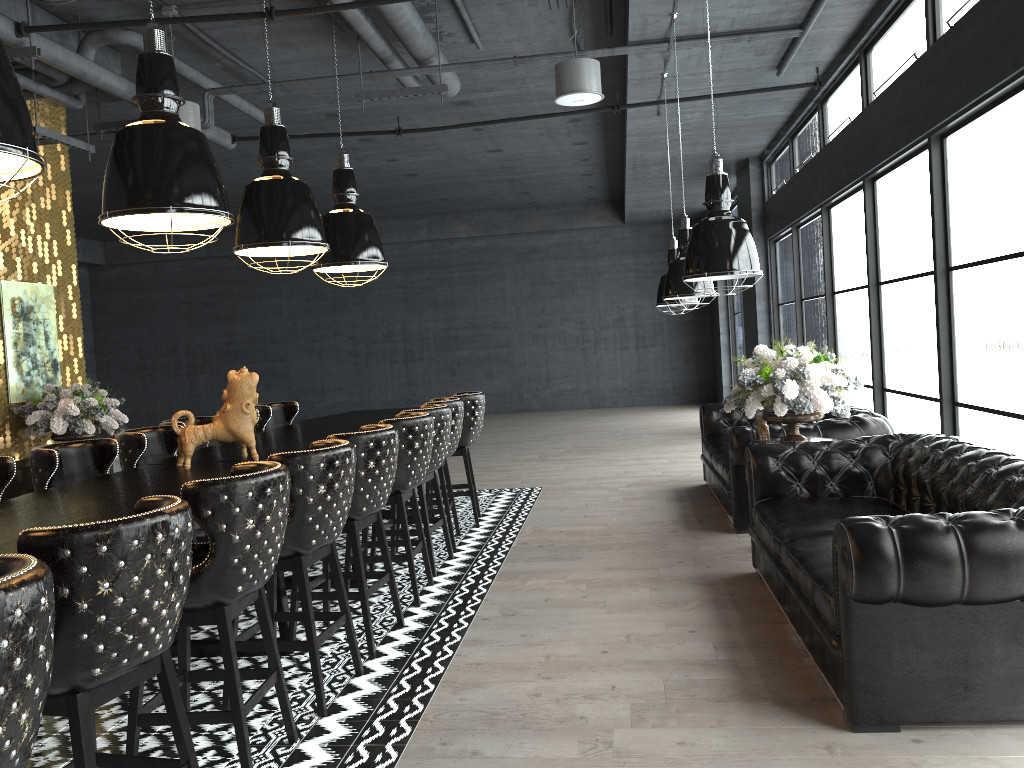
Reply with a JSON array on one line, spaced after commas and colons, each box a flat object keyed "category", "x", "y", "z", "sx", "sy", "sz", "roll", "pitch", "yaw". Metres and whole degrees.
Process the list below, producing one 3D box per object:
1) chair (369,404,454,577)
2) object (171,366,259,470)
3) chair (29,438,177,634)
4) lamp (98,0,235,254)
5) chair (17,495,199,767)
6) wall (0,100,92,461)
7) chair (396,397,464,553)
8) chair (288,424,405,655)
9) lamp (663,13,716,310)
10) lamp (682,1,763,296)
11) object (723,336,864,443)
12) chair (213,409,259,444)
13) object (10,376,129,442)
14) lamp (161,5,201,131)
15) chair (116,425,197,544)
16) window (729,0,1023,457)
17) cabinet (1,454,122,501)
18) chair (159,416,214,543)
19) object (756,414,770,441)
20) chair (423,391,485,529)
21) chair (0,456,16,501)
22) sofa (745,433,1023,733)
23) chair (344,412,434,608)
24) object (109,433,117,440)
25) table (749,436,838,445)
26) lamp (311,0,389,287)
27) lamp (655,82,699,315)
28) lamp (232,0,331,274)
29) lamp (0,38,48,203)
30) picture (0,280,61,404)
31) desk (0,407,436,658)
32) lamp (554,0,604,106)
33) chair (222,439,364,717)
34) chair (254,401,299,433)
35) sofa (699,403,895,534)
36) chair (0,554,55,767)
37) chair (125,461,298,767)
[{"category": "chair", "x": -0.659, "y": 0.702, "z": 5.986, "sx": 0.568, "sy": 1.092, "sz": 0.504, "roll": -3, "pitch": 2, "yaw": 11}, {"category": "object", "x": -1.633, "y": 0.185, "z": 4.892, "sx": 0.475, "sy": 0.545, "sz": 0.249, "roll": -5, "pitch": 2, "yaw": -30}, {"category": "chair", "x": -2.202, "y": 0.854, "z": 4.706, "sx": 0.568, "sy": 1.092, "sz": 0.504, "roll": -3, "pitch": 2, "yaw": 15}, {"category": "lamp", "x": -1.739, "y": -1.796, "z": 4.291, "sx": 0.622, "sy": 2.302, "sz": 0.621, "roll": -5, "pitch": 3, "yaw": -38}, {"category": "chair", "x": -1.150, "y": 0.890, "z": 2.458, "sx": 0.568, "sy": 1.092, "sz": 0.504, "roll": -3, "pitch": 2, "yaw": 16}, {"category": "wall", "x": -4.455, "y": -0.750, "z": 7.630, "sx": 0.024, "sy": 4.381, "sz": 2.446, "roll": -3, "pitch": 2, "yaw": 7}, {"category": "chair", "x": -0.615, "y": 0.667, "z": 6.688, "sx": 0.568, "sy": 1.092, "sz": 0.504, "roll": -3, "pitch": 2, "yaw": 1}, {"category": "chair", "x": -0.836, "y": 0.776, "z": 4.564, "sx": 0.568, "sy": 1.092, "sz": 0.504, "roll": -3, "pitch": 2, "yaw": 12}, {"category": "lamp", "x": 1.252, "y": -1.631, "z": 6.524, "sx": 0.391, "sy": 2.160, "sz": 0.391, "roll": -5, "pitch": 3, "yaw": -38}, {"category": "lamp", "x": 0.983, "y": -1.518, "z": 4.365, "sx": 0.391, "sy": 2.160, "sz": 0.391, "roll": -5, "pitch": 3, "yaw": -38}, {"category": "object", "x": 1.833, "y": 0.049, "z": 5.834, "sx": 0.847, "sy": 0.663, "sz": 0.875, "roll": -2, "pitch": 3, "yaw": 38}, {"category": "chair", "x": -1.992, "y": 0.743, "z": 6.904, "sx": 0.568, "sy": 1.092, "sz": 0.504, "roll": -4, "pitch": 2, "yaw": 0}, {"category": "object", "x": -3.952, "y": 0.303, "z": 7.948, "sx": 0.847, "sy": 0.663, "sz": 0.875, "roll": -2, "pitch": 3, "yaw": 38}, {"category": "lamp", "x": -2.706, "y": -2.492, "z": 7.108, "sx": 0.381, "sy": 1.045, "sz": 0.380, "roll": -3, "pitch": 2, "yaw": 18}, {"category": "chair", "x": -2.087, "y": 0.813, "z": 5.458, "sx": 0.568, "sy": 1.092, "sz": 0.504, "roll": -3, "pitch": 2, "yaw": 9}, {"category": "window", "x": 2.890, "y": -0.846, "z": 6.410, "sx": 0.120, "sy": 3.728, "sz": 20.805, "roll": -3, "pitch": 3, "yaw": 7}, {"category": "cabinet", "x": -3.935, "y": 1.007, "z": 7.903, "sx": 0.710, "sy": 0.737, "sz": 1.386, "roll": -3, "pitch": 2, "yaw": 7}, {"category": "chair", "x": -2.126, "y": 0.782, "z": 6.200, "sx": 0.568, "sy": 1.092, "sz": 0.504, "roll": -3, "pitch": 2, "yaw": 9}, {"category": "object", "x": 1.704, "y": 0.296, "z": 6.035, "sx": 0.086, "sy": 0.183, "sz": 0.136, "roll": -3, "pitch": 2, "yaw": 14}, {"category": "chair", "x": -0.476, "y": 0.626, "z": 7.408, "sx": 0.568, "sy": 1.092, "sz": 0.504, "roll": -4, "pitch": 2, "yaw": 0}, {"category": "chair", "x": -2.350, "y": 0.893, "z": 4.040, "sx": 0.568, "sy": 1.092, "sz": 0.504, "roll": -3, "pitch": 2, "yaw": 2}, {"category": "sofa", "x": 1.899, "y": 0.754, "z": 4.228, "sx": 1.239, "sy": 0.838, "sz": 2.567, "roll": -3, "pitch": 3, "yaw": 7}, {"category": "chair", "x": -0.718, "y": 0.736, "z": 5.301, "sx": 0.568, "sy": 1.092, "sz": 0.504, "roll": -3, "pitch": 2, "yaw": 5}, {"category": "object", "x": -3.792, "y": 0.526, "z": 8.372, "sx": 0.173, "sy": 0.164, "sz": 0.082, "roll": -2, "pitch": 3, "yaw": 32}, {"category": "table", "x": 1.885, "y": 0.739, "z": 5.885, "sx": 0.572, "sy": 0.726, "sz": 0.572, "roll": -5, "pitch": 3, "yaw": -29}, {"category": "lamp", "x": -1.377, "y": -1.948, "z": 7.186, "sx": 0.622, "sy": 2.302, "sz": 0.621, "roll": -5, "pitch": 3, "yaw": -38}, {"category": "lamp", "x": 1.436, "y": -1.705, "z": 7.997, "sx": 0.391, "sy": 2.153, "sz": 0.391, "roll": -5, "pitch": 3, "yaw": -38}, {"category": "lamp", "x": -1.558, "y": -1.872, "z": 5.738, "sx": 0.622, "sy": 2.302, "sz": 0.621, "roll": -5, "pitch": 3, "yaw": -38}, {"category": "lamp", "x": -1.919, "y": -1.720, "z": 2.843, "sx": 0.622, "sy": 2.302, "sz": 0.621, "roll": -5, "pitch": 3, "yaw": -38}, {"category": "picture", "x": -4.407, "y": -0.361, "z": 7.620, "sx": 0.022, "sy": 1.072, "sz": 1.574, "roll": -3, "pitch": 2, "yaw": 7}, {"category": "desk", "x": -1.472, "y": 0.891, "z": 4.952, "sx": 1.433, "sy": 0.927, "sz": 7.598, "roll": -3, "pitch": 3, "yaw": 7}, {"category": "lamp", "x": 0.477, "y": -2.663, "z": 6.703, "sx": 0.381, "sy": 1.029, "sz": 0.380, "roll": -4, "pitch": 2, "yaw": -3}, {"category": "chair", "x": -0.934, "y": 0.814, "z": 3.860, "sx": 0.568, "sy": 1.092, "sz": 0.504, "roll": -3, "pitch": 2, "yaw": 10}, {"category": "chair", "x": -1.910, "y": 0.706, "z": 7.618, "sx": 0.568, "sy": 1.092, "sz": 0.504, "roll": -3, "pitch": 2, "yaw": 16}, {"category": "sofa", "x": 2.304, "y": 0.584, "z": 7.473, "sx": 1.239, "sy": 0.838, "sz": 2.567, "roll": -3, "pitch": 3, "yaw": 7}, {"category": "chair", "x": -1.172, "y": 0.924, "z": 1.731, "sx": 0.568, "sy": 1.092, "sz": 0.504, "roll": -3, "pitch": 2, "yaw": 16}, {"category": "chair", "x": -1.051, "y": 0.852, "z": 3.167, "sx": 0.568, "sy": 1.092, "sz": 0.504, "roll": -3, "pitch": 2, "yaw": 4}]
